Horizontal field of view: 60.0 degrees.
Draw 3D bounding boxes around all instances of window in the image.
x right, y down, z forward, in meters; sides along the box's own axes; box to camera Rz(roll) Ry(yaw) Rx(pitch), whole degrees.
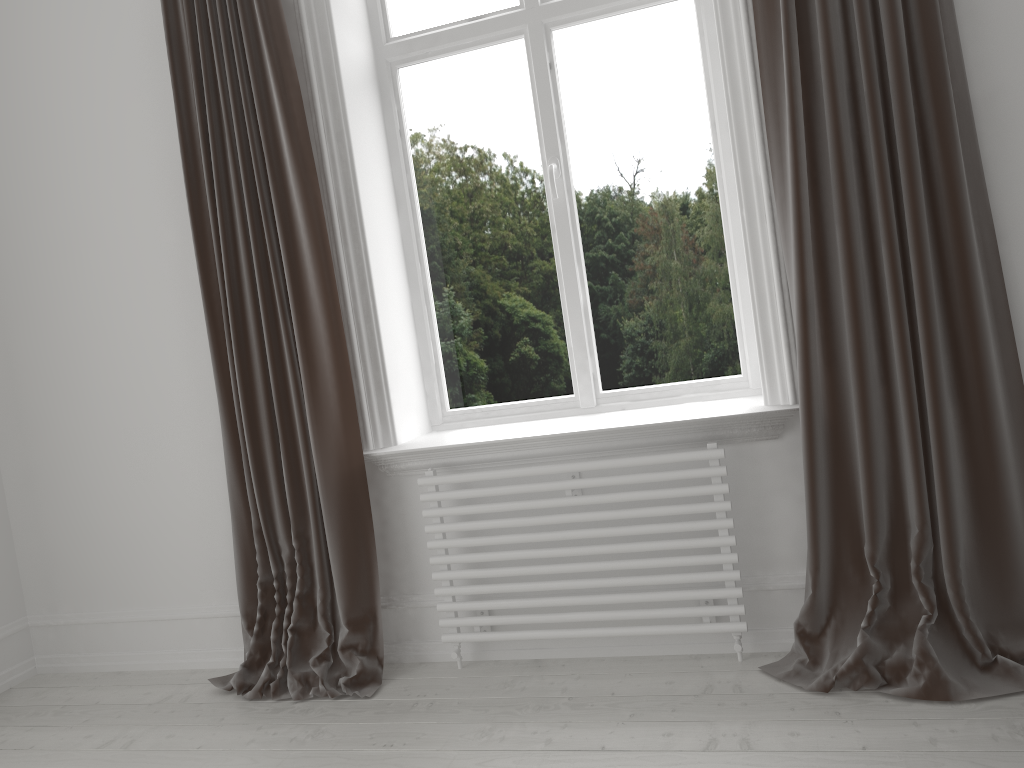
[{"bbox_3d":[0.112,-0.842,2.821,1.112,1.956,0.120,-7,4,17],"label":"window"}]

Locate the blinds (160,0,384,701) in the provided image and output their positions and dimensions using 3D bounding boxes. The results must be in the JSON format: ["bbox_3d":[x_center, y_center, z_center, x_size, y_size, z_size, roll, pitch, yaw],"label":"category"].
[{"bbox_3d":[-0.837,-0.407,2.630,0.595,2.681,0.246,-7,4,25],"label":"blinds"}]

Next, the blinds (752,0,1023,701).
[{"bbox_3d":[0.812,-0.613,2.093,0.769,2.680,0.318,-7,4,12],"label":"blinds"}]

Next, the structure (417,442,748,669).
[{"bbox_3d":[0.202,0.529,2.553,0.887,0.670,0.120,-7,4,17],"label":"structure"}]
